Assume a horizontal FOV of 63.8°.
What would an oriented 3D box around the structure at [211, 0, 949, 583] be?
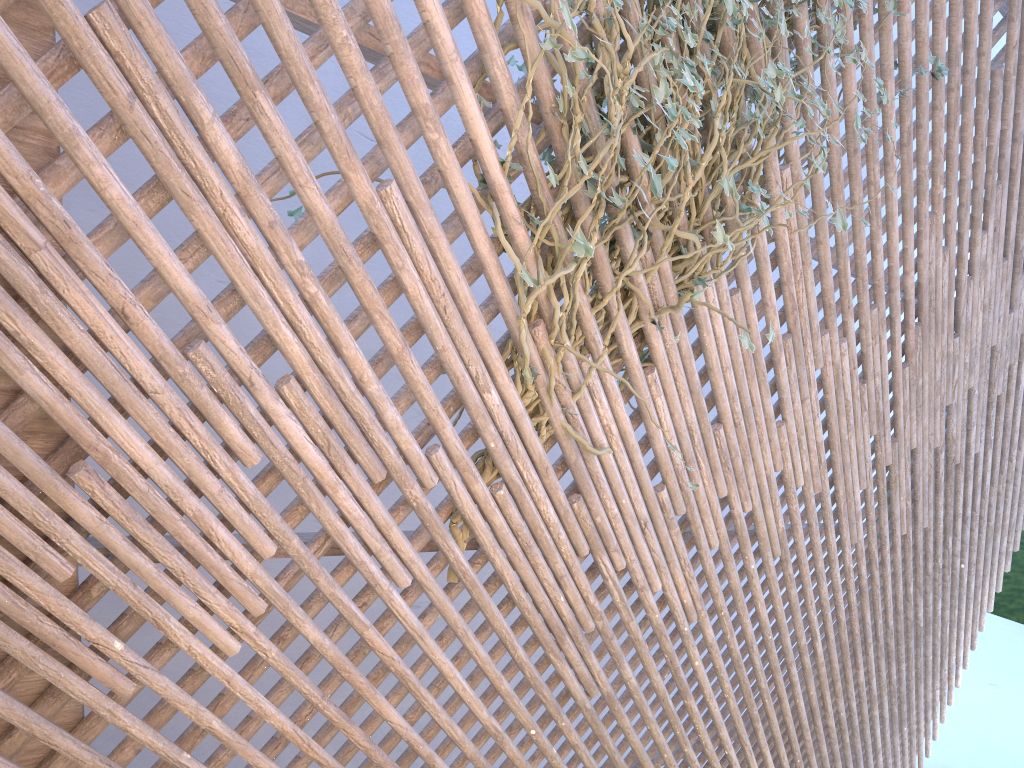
[{"bbox_3d":[0.562,-0.905,1.700,2.320,2.979,0.677,-3,23,-43],"label":"structure"}]
